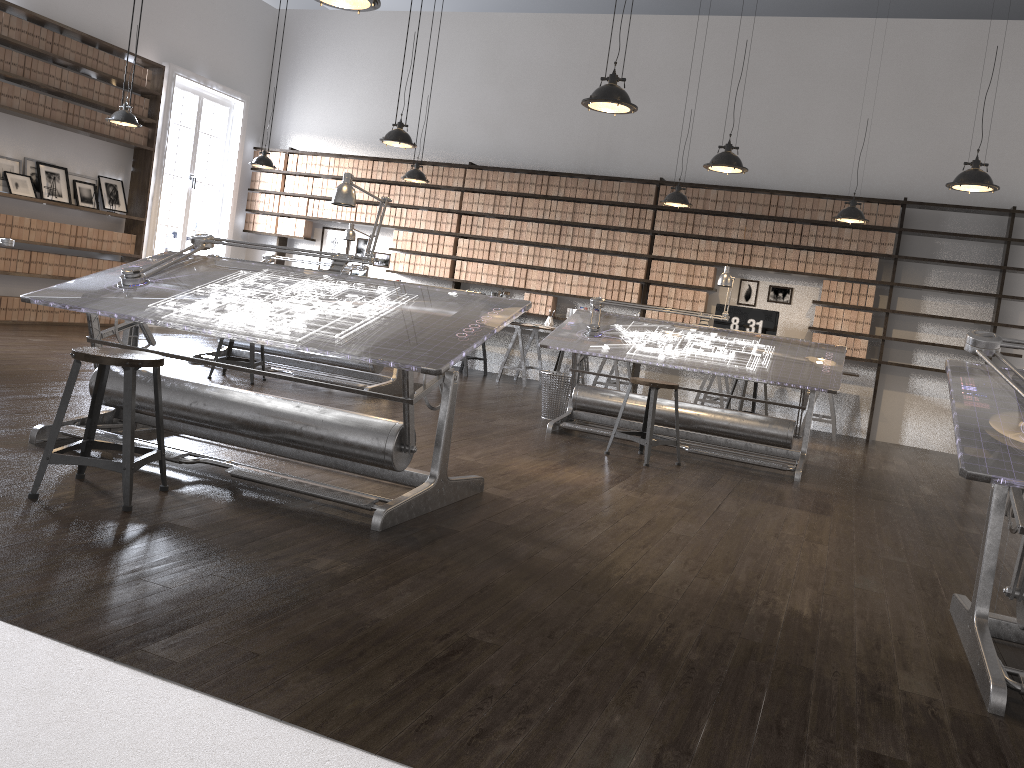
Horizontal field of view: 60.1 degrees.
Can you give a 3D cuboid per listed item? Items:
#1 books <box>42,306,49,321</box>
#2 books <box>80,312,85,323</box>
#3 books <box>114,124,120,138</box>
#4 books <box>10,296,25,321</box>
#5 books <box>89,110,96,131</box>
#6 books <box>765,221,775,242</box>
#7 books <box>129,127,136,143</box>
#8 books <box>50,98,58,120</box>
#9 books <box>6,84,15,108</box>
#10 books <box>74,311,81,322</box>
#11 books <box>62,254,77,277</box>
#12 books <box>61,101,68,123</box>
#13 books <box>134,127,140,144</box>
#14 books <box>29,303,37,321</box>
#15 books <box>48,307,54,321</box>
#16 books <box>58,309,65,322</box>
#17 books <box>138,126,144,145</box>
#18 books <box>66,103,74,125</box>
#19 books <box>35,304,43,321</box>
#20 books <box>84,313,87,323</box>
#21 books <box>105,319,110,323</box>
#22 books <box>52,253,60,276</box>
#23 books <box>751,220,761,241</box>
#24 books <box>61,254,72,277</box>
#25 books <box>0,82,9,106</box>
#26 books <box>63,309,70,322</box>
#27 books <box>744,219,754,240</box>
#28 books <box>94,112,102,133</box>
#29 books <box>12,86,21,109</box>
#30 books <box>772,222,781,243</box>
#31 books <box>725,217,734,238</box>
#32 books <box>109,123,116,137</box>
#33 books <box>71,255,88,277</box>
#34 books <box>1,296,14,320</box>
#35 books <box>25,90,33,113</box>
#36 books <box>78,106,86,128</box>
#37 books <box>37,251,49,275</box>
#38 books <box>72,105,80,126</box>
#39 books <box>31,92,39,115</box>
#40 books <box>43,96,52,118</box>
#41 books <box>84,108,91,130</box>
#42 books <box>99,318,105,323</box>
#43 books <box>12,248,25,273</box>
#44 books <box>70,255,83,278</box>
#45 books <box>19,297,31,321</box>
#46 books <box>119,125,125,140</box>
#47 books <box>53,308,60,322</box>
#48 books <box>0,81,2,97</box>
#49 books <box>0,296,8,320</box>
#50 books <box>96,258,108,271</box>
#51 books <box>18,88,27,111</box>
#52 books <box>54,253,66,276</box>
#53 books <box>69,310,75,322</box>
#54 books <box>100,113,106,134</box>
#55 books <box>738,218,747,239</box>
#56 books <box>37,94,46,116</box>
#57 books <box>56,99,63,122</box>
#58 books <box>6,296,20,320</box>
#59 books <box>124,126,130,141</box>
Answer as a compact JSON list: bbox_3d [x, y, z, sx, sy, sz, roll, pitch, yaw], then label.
[{"bbox_3d":[-4.895,-0.771,9.185,0.175,0.225,0.066,9,3,21],"label":"books"},{"bbox_3d":[-4.727,-0.789,9.629,0.175,0.225,0.066,9,3,21],"label":"books"},{"bbox_3d":[-4.386,-2.802,9.702,0.175,0.225,0.066,9,3,21],"label":"books"},{"bbox_3d":[-4.996,-0.760,8.911,0.175,0.225,0.067,9,3,21],"label":"books"},{"bbox_3d":[-4.508,-2.789,9.385,0.175,0.225,0.066,9,3,21],"label":"books"},{"bbox_3d":[2.734,-1.601,9.379,0.067,0.225,0.174,9,4,20],"label":"books"},{"bbox_3d":[-4.305,-2.809,9.898,0.175,0.225,0.066,9,3,21],"label":"books"},{"bbox_3d":[-4.677,-2.770,8.924,0.175,0.225,0.067,9,3,21],"label":"books"},{"bbox_3d":[-4.857,-2.753,8.468,0.175,0.225,0.066,9,3,21],"label":"books"},{"bbox_3d":[-4.748,-0.786,9.569,0.175,0.225,0.066,9,3,21],"label":"books"},{"bbox_3d":[-4.729,-1.256,9.416,0.175,0.225,0.067,9,3,21],"label":"books"},{"bbox_3d":[-4.638,-2.776,9.047,0.175,0.225,0.066,9,3,21],"label":"books"},{"bbox_3d":[-4.281,-2.811,9.960,0.175,0.225,0.067,9,3,21],"label":"books"},{"bbox_3d":[-4.948,-0.766,9.047,0.175,0.225,0.066,9,3,21],"label":"books"},{"bbox_3d":[-4.874,-0.774,9.244,0.175,0.225,0.066,9,3,21],"label":"books"},{"bbox_3d":[-4.828,-0.779,9.372,0.175,0.225,0.066,9,3,21],"label":"books"},{"bbox_3d":[-4.262,-2.814,10.020,0.175,0.225,0.066,9,3,21],"label":"books"},{"bbox_3d":[-4.606,-2.778,9.114,0.175,0.225,0.067,9,3,21],"label":"books"},{"bbox_3d":[-4.919,-0.768,9.116,0.175,0.225,0.067,9,3,21],"label":"books"},{"bbox_3d":[-4.699,-0.791,9.689,0.175,0.225,0.067,9,3,21],"label":"books"},{"bbox_3d":[-4.605,-0.802,9.953,0.175,0.225,0.066,9,3,21],"label":"books"},{"bbox_3d":[-4.810,-1.250,9.225,0.175,0.225,0.066,9,3,21],"label":"books"},{"bbox_3d":[2.605,-1.625,9.436,0.067,0.225,0.174,9,4,21],"label":"books"},{"bbox_3d":[-4.755,-1.255,9.359,0.175,0.225,0.066,9,3,21],"label":"books"},{"bbox_3d":[-4.877,-2.750,8.404,0.175,0.225,0.067,9,3,21],"label":"books"},{"bbox_3d":[-4.801,-0.781,9.437,0.175,0.225,0.066,9,3,21],"label":"books"},{"bbox_3d":[2.540,-1.636,9.459,0.067,0.225,0.174,9,4,21],"label":"books"},{"bbox_3d":[-4.478,-2.791,9.445,0.175,0.225,0.067,9,3,21],"label":"books"},{"bbox_3d":[-4.833,-2.755,8.527,0.175,0.225,0.066,9,3,21],"label":"books"},{"bbox_3d":[2.801,-1.589,9.353,0.067,0.225,0.174,9,4,21],"label":"books"},{"bbox_3d":[2.350,-1.669,9.532,0.067,0.225,0.174,9,4,21],"label":"books"},{"bbox_3d":[-4.407,-2.799,9.635,0.175,0.225,0.067,9,3,21],"label":"books"},{"bbox_3d":[-4.680,-1.262,9.552,0.175,0.225,0.066,9,3,21],"label":"books"},{"bbox_3d":[-5.049,-0.756,8.793,0.175,0.225,0.066,9,3,21],"label":"books"},{"bbox_3d":[-4.784,-2.761,8.661,0.175,0.225,0.066,9,3,21],"label":"books"},{"bbox_3d":[-4.555,-2.783,9.251,0.175,0.225,0.066,9,3,21],"label":"books"},{"bbox_3d":[-4.854,-1.243,9.089,0.175,0.225,0.066,9,3,21],"label":"books"},{"bbox_3d":[-4.584,-2.782,9.186,0.175,0.225,0.066,9,3,21],"label":"books"},{"bbox_3d":[-4.761,-2.763,8.726,0.175,0.225,0.066,9,3,21],"label":"books"},{"bbox_3d":[-4.703,-2.767,8.857,0.175,0.225,0.066,9,3,21],"label":"books"},{"bbox_3d":[-4.533,-2.787,9.318,0.175,0.225,0.066,9,3,21],"label":"books"},{"bbox_3d":[-4.626,-0.799,9.885,0.175,0.225,0.066,9,3,21],"label":"books"},{"bbox_3d":[-4.958,-1.233,8.823,0.175,0.225,0.066,9,3,21],"label":"books"},{"bbox_3d":[-4.703,-1.259,9.484,0.175,0.225,0.066,9,3,21],"label":"books"},{"bbox_3d":[-4.971,-0.762,8.979,0.175,0.225,0.066,9,3,21],"label":"books"},{"bbox_3d":[-4.362,-2.805,9.768,0.175,0.225,0.066,9,3,21],"label":"books"},{"bbox_3d":[-4.846,-0.775,9.305,0.175,0.225,0.067,9,3,21],"label":"books"},{"bbox_3d":[-4.906,-2.748,8.344,0.175,0.225,0.066,9,3,21],"label":"books"},{"bbox_3d":[-5.070,-0.753,8.722,0.175,0.225,0.067,9,3,21],"label":"books"},{"bbox_3d":[-4.579,-1.273,9.816,0.175,0.225,0.066,9,3,21],"label":"books"},{"bbox_3d":[-4.805,-2.757,8.594,0.175,0.225,0.067,9,3,21],"label":"books"},{"bbox_3d":[-4.783,-1.252,9.289,0.175,0.225,0.066,9,3,21],"label":"books"},{"bbox_3d":[-4.772,-0.783,9.501,0.175,0.225,0.067,9,3,21],"label":"books"},{"bbox_3d":[-4.459,-2.794,9.510,0.175,0.225,0.066,9,3,21],"label":"books"},{"bbox_3d":[2.474,-1.647,9.480,0.067,0.225,0.174,9,4,20],"label":"books"},{"bbox_3d":[-4.732,-2.765,8.790,0.175,0.225,0.066,9,3,21],"label":"books"},{"bbox_3d":[-4.659,-2.773,8.985,0.175,0.225,0.066,9,3,21],"label":"books"},{"bbox_3d":[-5.023,-0.758,8.853,0.175,0.225,0.066,9,3,21],"label":"books"},{"bbox_3d":[-4.334,-2.807,9.831,0.175,0.225,0.066,9,3,21],"label":"books"}]
